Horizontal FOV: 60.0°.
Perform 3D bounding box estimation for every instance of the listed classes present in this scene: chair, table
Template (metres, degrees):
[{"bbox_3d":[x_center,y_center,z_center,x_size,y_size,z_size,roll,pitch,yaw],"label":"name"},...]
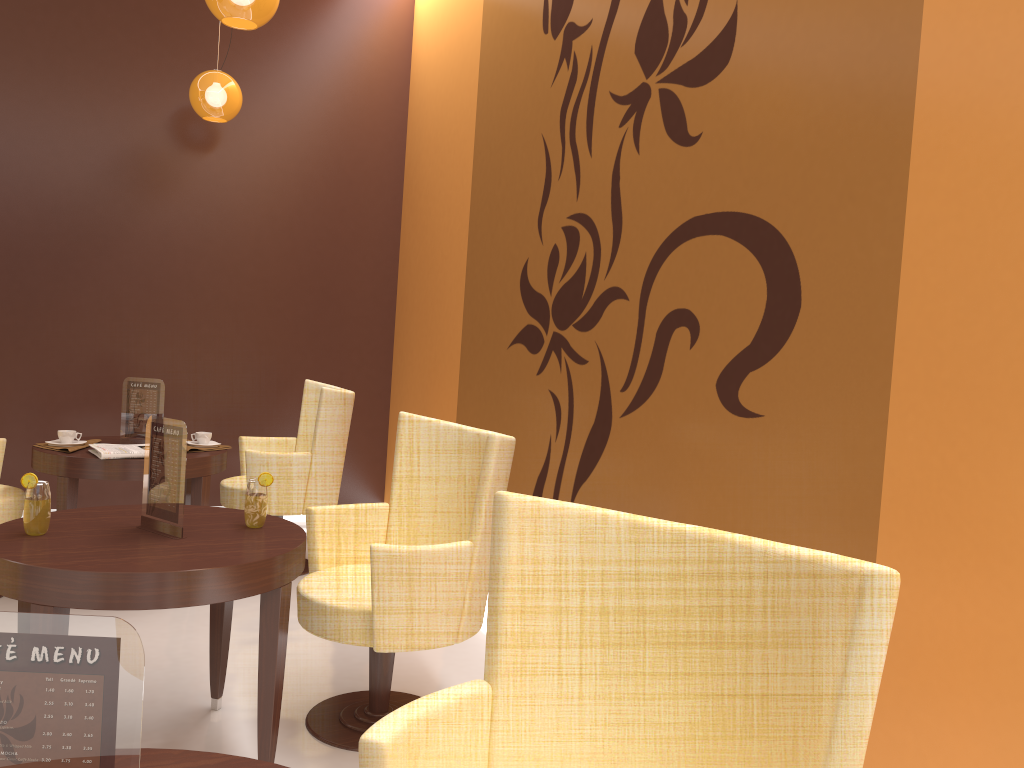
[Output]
[{"bbox_3d":[-1.232,0.495,4.843,0.685,1.017,0.729,3,3,-22],"label":"chair"},{"bbox_3d":[0.142,0.734,1.368,0.729,1.017,0.685,6,3,36],"label":"chair"},{"bbox_3d":[-2.559,0.443,3.956,0.685,1.017,0.729,3,3,-25],"label":"chair"},{"bbox_3d":[-1.862,0.644,4.327,0.872,0.679,0.874,4,2,15],"label":"table"},{"bbox_3d":[-1.066,0.771,2.591,0.872,0.679,0.874,4,2,10],"label":"table"},{"bbox_3d":[-0.373,0.631,2.996,0.685,1.017,0.729,2,3,-34],"label":"chair"},{"bbox_3d":[-0.492,0.882,0.853,0.872,0.679,0.874,4,2,15],"label":"table"}]

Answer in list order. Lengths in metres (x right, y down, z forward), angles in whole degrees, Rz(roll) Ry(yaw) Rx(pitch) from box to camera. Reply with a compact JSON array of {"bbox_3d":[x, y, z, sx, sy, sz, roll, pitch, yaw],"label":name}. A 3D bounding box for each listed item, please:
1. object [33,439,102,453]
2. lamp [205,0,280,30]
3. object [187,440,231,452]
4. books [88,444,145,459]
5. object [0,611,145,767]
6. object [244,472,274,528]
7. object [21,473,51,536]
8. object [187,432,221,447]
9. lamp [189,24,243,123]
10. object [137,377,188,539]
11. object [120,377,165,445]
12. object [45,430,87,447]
[{"bbox_3d":[-2.110,0.283,4.154,0.239,0.021,0.464,4,2,-8],"label":"object"},{"bbox_3d":[-1.038,-2.186,3.512,0.299,1.500,0.299,5,3,21],"label":"lamp"},{"bbox_3d":[-1.532,0.309,4.458,0.239,0.021,0.464,3,3,-25],"label":"object"},{"bbox_3d":[-1.733,0.306,4.074,0.367,0.035,0.345,2,3,-32],"label":"books"},{"bbox_3d":[-0.454,0.378,0.822,0.209,0.335,0.042,4,2,-4],"label":"object"},{"bbox_3d":[-0.788,0.357,2.738,0.067,0.171,0.072,5,3,26],"label":"object"},{"bbox_3d":[-1.318,0.333,2.457,0.072,0.171,0.067,2,3,-39],"label":"object"},{"bbox_3d":[-1.549,0.279,4.456,0.153,0.069,0.153,2,3,-38],"label":"object"},{"bbox_3d":[-1.697,-2.301,5.183,0.299,1.500,0.299,3,3,-22],"label":"lamp"},{"bbox_3d":[-1.389,0.204,3.453,0.187,0.335,2.090,3,3,-25],"label":"object"},{"bbox_3d":[-1.813,0.138,4.354,0.209,0.335,0.042,4,2,1],"label":"object"},{"bbox_3d":[-2.092,0.255,4.162,0.153,0.069,0.153,4,2,5],"label":"object"}]
